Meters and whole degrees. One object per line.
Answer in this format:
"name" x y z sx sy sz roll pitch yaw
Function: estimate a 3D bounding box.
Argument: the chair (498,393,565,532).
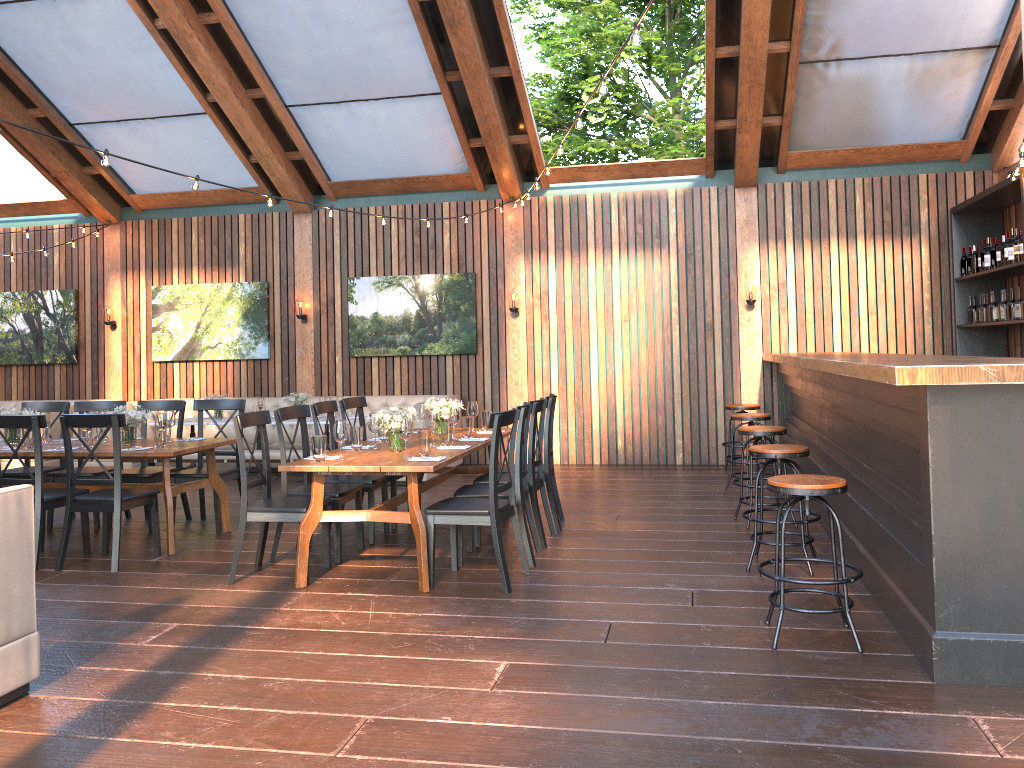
"chair" 0.123 0.600 6.957 0.539 1.022 0.477 -1 -1 7

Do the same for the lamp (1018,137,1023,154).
"lamp" 3.252 -1.525 5.631 0.056 0.120 0.059 -1 -1 -16

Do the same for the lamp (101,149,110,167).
"lamp" -2.701 -1.503 5.881 0.056 0.121 0.056 -2 -1 26

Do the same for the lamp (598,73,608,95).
"lamp" 0.509 -1.675 4.947 0.056 0.121 0.056 -2 -1 30

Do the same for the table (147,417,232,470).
"table" -3.636 0.747 10.083 0.798 0.673 0.798 -1 1 11

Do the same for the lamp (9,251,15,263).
"lamp" -5.216 -1.322 9.232 0.056 0.121 0.056 -2 -1 39

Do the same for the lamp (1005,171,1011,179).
"lamp" 5.032 -2.101 8.976 0.067 0.118 0.056 -1 -1 -2

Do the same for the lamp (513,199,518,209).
"lamp" 0.036 -2.086 10.245 0.056 0.121 0.056 -1 -1 -27

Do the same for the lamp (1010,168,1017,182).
"lamp" 4.334 -1.807 7.640 0.062 0.119 0.056 -2 -1 17

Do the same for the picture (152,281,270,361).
"picture" -3.930 -0.809 11.511 1.649 1.000 0.065 -1 -2 12

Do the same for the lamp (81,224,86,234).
"lamp" -5.578 -2.017 11.524 0.056 0.121 0.056 -2 -1 33

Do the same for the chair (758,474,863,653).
"chair" 1.391 0.817 4.145 0.468 0.736 0.467 -1 -1 -1

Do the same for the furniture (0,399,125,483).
"furniture" -7.176 0.693 11.256 4.155 0.860 1.710 -1 1 12

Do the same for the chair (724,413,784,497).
"chair" 2.215 0.648 8.164 0.468 0.736 0.467 -1 -1 -5

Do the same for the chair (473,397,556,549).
"chair" 0.010 0.623 6.409 0.539 1.022 0.477 -2 -1 12

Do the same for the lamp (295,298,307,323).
"lamp" -2.670 -0.931 11.207 0.146 0.321 0.178 -2 -1 12

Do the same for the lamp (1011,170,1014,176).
"lamp" 4.697 -1.944 8.307 0.056 0.120 0.058 -1 -1 -34

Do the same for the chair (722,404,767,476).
"chair" 2.489 0.592 9.503 0.467 0.736 0.467 -2 -1 19

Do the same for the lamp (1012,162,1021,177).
"lamp" 3.976 -1.691 6.971 0.061 0.119 0.056 -2 -1 11

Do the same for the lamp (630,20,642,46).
"lamp" 0.587 -1.662 4.193 0.056 0.121 0.056 -2 -1 28

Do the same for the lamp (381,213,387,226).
"lamp" -1.241 -1.589 8.552 0.056 0.121 0.056 0 -1 -45

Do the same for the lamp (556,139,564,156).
"lamp" 0.350 -1.726 6.456 0.056 0.120 0.056 -2 -1 17

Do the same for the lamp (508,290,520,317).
"lamp" 0.024 -0.974 10.657 0.146 0.321 0.178 -2 -1 12

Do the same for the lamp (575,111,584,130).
"lamp" 0.432 -1.699 5.703 0.056 0.121 0.056 -2 -1 37

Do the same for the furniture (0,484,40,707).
"furniture" -4.185 0.917 3.299 4.155 0.860 1.710 -1 1 12

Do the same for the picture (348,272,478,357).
"picture" -1.242 -0.852 10.969 1.649 1.000 0.065 -1 -2 12

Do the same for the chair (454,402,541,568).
"chair" -0.102 0.646 5.860 0.539 1.022 0.477 -1 -1 7

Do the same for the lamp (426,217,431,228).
"lamp" -0.870 -1.683 9.218 0.056 0.121 0.056 -2 -1 27

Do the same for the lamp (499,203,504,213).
"lamp" -0.132 -2.087 10.515 0.065 0.118 0.056 -1 -1 -28

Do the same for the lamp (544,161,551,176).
"lamp" 0.292 -1.759 7.221 0.056 0.120 0.056 -1 -1 -32

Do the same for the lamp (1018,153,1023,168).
"lamp" 3.632 -1.596 6.293 0.056 0.121 0.056 -2 -1 44

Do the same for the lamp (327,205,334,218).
"lamp" -1.619 -1.537 7.889 0.059 0.120 0.056 -1 -1 -9

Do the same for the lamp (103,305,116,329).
"lamp" -5.347 -0.888 11.753 0.146 0.321 0.178 -2 -1 12

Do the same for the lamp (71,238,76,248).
"lamp" -5.318 -1.703 10.727 0.056 0.119 0.060 -2 -1 34

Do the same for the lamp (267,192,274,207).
"lamp" -1.975 -1.501 7.221 0.056 0.121 0.056 -1 -1 -20

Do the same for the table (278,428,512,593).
"table" -0.659 0.789 6.283 0.950 0.730 2.431 -1 2 12

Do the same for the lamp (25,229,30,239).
"lamp" -5.958 -1.848 10.885 0.056 0.120 0.056 -1 -1 -36

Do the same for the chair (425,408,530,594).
"chair" -0.215 0.669 5.312 0.539 1.022 0.477 -2 -1 17

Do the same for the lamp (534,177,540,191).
"lamp" 0.225 -1.804 7.979 0.056 0.120 0.056 -1 -1 -28

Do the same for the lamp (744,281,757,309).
"lamp" 2.727 -1.017 10.105 0.146 0.321 0.178 -2 -1 12

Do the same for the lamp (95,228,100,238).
"lamp" -5.369 -1.954 11.458 0.056 0.119 0.062 -1 -1 -5

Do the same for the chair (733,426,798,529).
"chair" 1.940 0.704 6.824 0.468 0.736 0.467 -1 -1 -13

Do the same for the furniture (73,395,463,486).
"furniture" -2.746 0.622 10.352 4.155 0.860 1.710 -1 1 12

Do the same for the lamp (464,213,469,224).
"lamp" -0.507 -1.846 9.879 0.066 0.118 0.056 -2 -1 41

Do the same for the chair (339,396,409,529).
"chair" -1.112 0.620 7.210 0.539 1.022 0.477 -2 -1 12

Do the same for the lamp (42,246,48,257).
"lamp" -5.270 -1.492 9.984 0.056 0.116 0.071 -2 -1 34

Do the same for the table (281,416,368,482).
"table" -2.038 0.721 9.756 0.798 0.673 0.798 -1 1 11

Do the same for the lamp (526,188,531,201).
"lamp" 0.160 -1.869 8.738 0.059 0.120 0.056 -1 -1 -35

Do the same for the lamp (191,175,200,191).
"lamp" -2.344 -1.488 6.545 0.056 0.120 0.057 -1 -1 5

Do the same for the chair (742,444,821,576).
"chair" 1.666 0.760 5.485 0.467 0.736 0.468 -2 -1 35

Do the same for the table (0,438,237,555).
"table" -3.437 0.834 6.825 2.429 0.731 0.950 -1 1 12

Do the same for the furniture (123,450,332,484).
"furniture" -2.968 0.898 9.258 2.327 0.400 0.312 -1 0 12

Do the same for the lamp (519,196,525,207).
"lamp" 0.114 -1.962 9.488 0.056 0.119 0.061 -2 -1 28

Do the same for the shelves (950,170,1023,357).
"shelves" 4.896 -0.479 8.603 0.501 2.834 2.202 -2 0 12

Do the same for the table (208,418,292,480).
"table" -2.837 0.734 9.920 0.798 0.673 0.798 -1 1 12

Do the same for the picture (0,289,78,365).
"picture" -6.665 -0.765 12.063 1.649 1.000 0.065 -1 -2 12
